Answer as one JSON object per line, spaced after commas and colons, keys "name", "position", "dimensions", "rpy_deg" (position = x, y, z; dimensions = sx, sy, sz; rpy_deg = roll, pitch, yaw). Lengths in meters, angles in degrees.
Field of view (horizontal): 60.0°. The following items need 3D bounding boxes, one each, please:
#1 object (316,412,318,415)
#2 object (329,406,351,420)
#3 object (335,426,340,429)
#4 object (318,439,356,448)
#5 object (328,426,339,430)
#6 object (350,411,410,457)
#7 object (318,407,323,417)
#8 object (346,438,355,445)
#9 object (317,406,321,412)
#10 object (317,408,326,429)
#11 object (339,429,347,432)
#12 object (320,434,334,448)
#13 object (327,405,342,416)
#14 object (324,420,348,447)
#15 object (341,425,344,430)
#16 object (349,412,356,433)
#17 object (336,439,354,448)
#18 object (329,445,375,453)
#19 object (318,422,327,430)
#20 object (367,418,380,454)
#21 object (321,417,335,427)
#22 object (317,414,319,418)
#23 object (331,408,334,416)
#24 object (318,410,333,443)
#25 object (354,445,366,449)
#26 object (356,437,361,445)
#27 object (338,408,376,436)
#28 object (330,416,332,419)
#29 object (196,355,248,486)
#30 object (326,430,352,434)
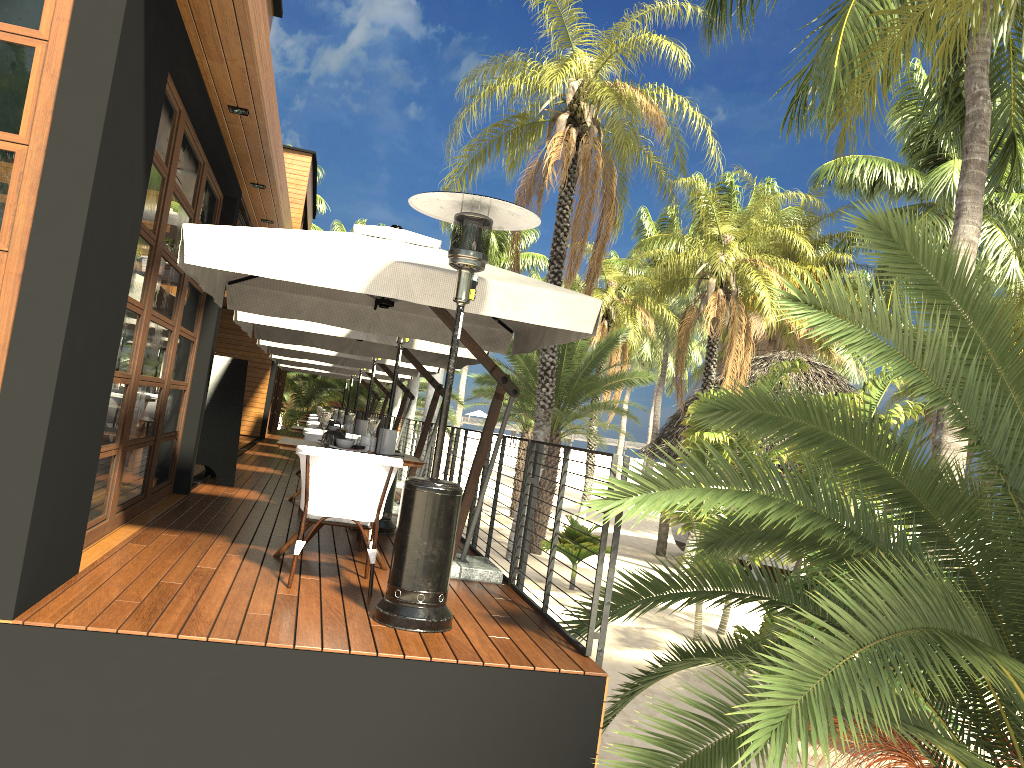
{"name": "object", "position": [-4.151, 0.652, 19.002], "dimensions": [0.086, 0.086, 0.086], "rpy_deg": [9, -4, -12]}
{"name": "object", "position": [-3.110, 0.551, 15.965], "dimensions": [0.264, 0.264, 0.263], "rpy_deg": [6, -4, 33]}
{"name": "object", "position": [-1.896, 0.481, 9.506], "dimensions": [0.116, 0.065, 0.116], "rpy_deg": [9, -3, -8]}
{"name": "object", "position": [-1.237, 0.426, 6.320], "dimensions": [0.294, 0.025, 0.170], "rpy_deg": [9, -3, -12]}
{"name": "object", "position": [-1.839, 0.469, 9.129], "dimensions": [0.116, 0.065, 0.116], "rpy_deg": [9, -3, -8]}
{"name": "object", "position": [-0.900, 0.341, 6.056], "dimensions": [0.264, 0.264, 0.263], "rpy_deg": [6, -4, 33]}
{"name": "object", "position": [-2.788, 0.444, 12.816], "dimensions": [0.082, 0.227, 0.082], "rpy_deg": [10, -4, -23]}
{"name": "object", "position": [-1.154, 0.410, 6.179], "dimensions": [0.116, 0.065, 0.116], "rpy_deg": [9, -3, -8]}
{"name": "object", "position": [-3.521, 0.513, 16.102], "dimensions": [0.082, 0.227, 0.082], "rpy_deg": [9, -4, -11]}
{"name": "object", "position": [-2.053, 0.373, 9.519], "dimensions": [0.082, 0.227, 0.082], "rpy_deg": [9, -4, -11]}
{"name": "object", "position": [-1.745, 0.496, 9.150], "dimensions": [0.080, 0.042, 0.080], "rpy_deg": [10, -4, -21]}
{"name": "object", "position": [-1.199, 0.370, 5.763], "dimensions": [0.086, 0.086, 0.086], "rpy_deg": [9, -4, -7]}
{"name": "object", "position": [-3.852, 0.622, 19.295], "dimensions": [0.264, 0.264, 0.263], "rpy_deg": [6, -4, 33]}
{"name": "object", "position": [-1.195, 0.336, 5.990], "dimensions": [0.168, 0.179, 0.163], "rpy_deg": [9, -4, -14]}
{"name": "object", "position": [-1.793, 0.488, 9.549], "dimensions": [0.086, 0.086, 0.086], "rpy_deg": [9, -4, -7]}
{"name": "object", "position": [-1.659, 0.410, 9.127], "dimensions": [0.082, 0.227, 0.082], "rpy_deg": [9, -4, -11]}
{"name": "object", "position": [-1.098, 0.398, 5.802], "dimensions": [0.116, 0.065, 0.116], "rpy_deg": [9, -3, -8]}
{"name": "object", "position": [-1.020, 0.422, 5.657], "dimensions": [0.294, 0.025, 0.170], "rpy_deg": [9, -3, -12]}
{"name": "object", "position": [-1.941, 0.441, 9.090], "dimensions": [0.086, 0.086, 0.086], "rpy_deg": [9, -4, -7]}
{"name": "object", "position": [-0.917, 0.340, 5.800], "dimensions": [0.082, 0.227, 0.082], "rpy_deg": [9, -4, -11]}
{"name": "object", "position": [-1.936, 0.407, 9.317], "dimensions": [0.168, 0.179, 0.163], "rpy_deg": [9, -4, -14]}
{"name": "object", "position": [-3.409, 0.581, 15.672], "dimensions": [0.086, 0.086, 0.086], "rpy_deg": [9, -4, -7]}
{"name": "object", "position": [-3.869, 0.621, 19.039], "dimensions": [0.082, 0.227, 0.082], "rpy_deg": [9, -4, -11]}
{"name": "object", "position": [-1.311, 0.303, 6.193], "dimensions": [0.082, 0.227, 0.082], "rpy_deg": [9, -4, -11]}
{"name": "object", "position": [-1.003, 0.425, 5.823], "dimensions": [0.080, 0.042, 0.080], "rpy_deg": [10, -4, -21]}
{"name": "object", "position": [-1.051, 0.417, 6.222], "dimensions": [0.086, 0.086, 0.086], "rpy_deg": [9, -4, -7]}
{"name": "object", "position": [-1.642, 0.411, 9.383], "dimensions": [0.264, 0.264, 0.263], "rpy_deg": [6, -4, 33]}
{"name": "object", "position": [-3.260, 0.627, 16.131], "dimensions": [0.086, 0.086, 0.086], "rpy_deg": [9, -4, -7]}
{"name": "object", "position": [-3.447, 0.360, 9.890], "dimensions": [0.767, 1.399, 0.771], "rpy_deg": [10, -4, -28]}
{"name": "object", "position": [-1.762, 0.493, 8.984], "dimensions": [0.294, 0.025, 0.170], "rpy_deg": [9, -3, -12]}
